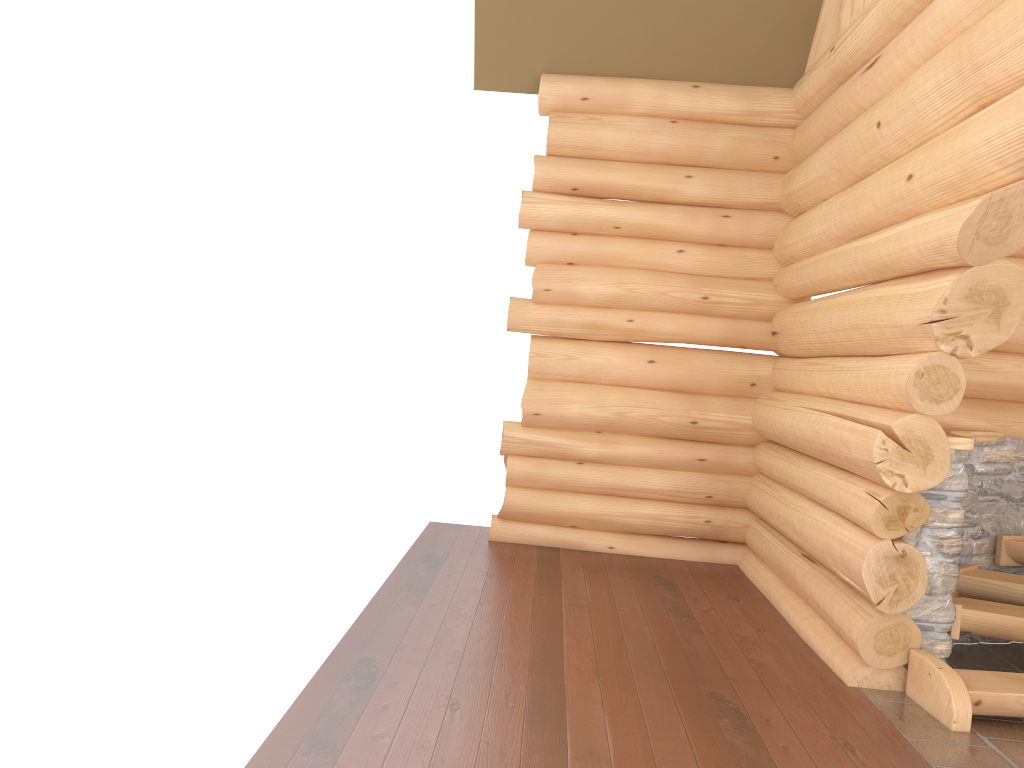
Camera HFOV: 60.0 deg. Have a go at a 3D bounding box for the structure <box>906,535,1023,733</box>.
[{"bbox_3d":[4.100,1.112,5.680,3.604,1.643,1.951,5,2,-3],"label":"structure"}]
